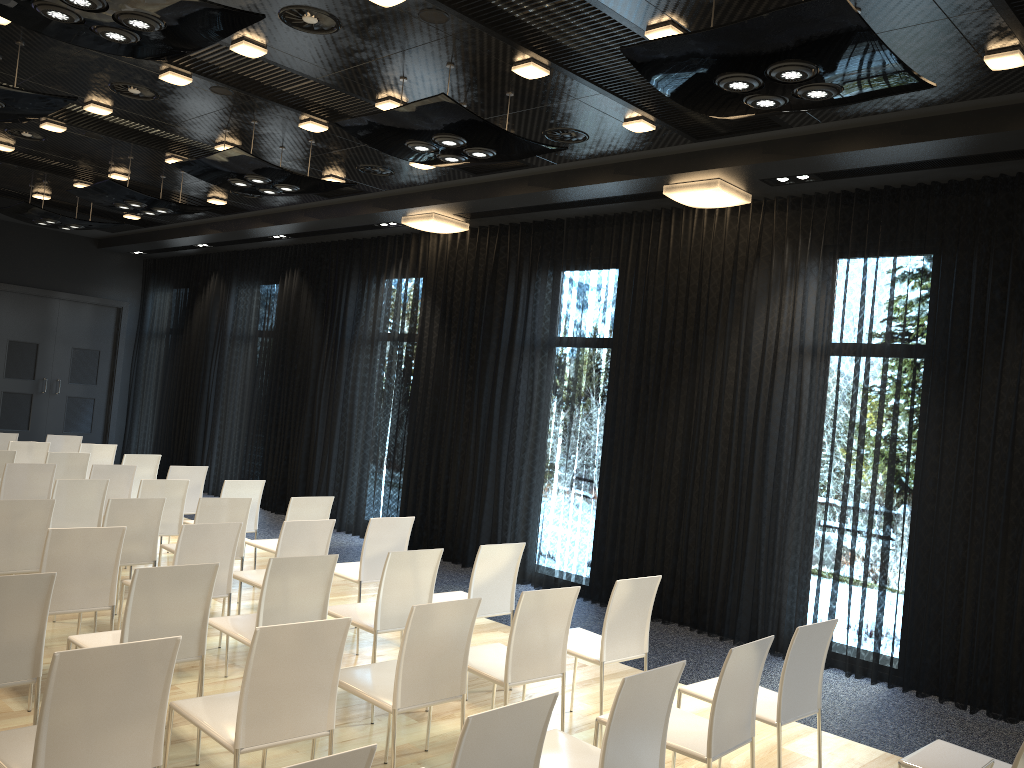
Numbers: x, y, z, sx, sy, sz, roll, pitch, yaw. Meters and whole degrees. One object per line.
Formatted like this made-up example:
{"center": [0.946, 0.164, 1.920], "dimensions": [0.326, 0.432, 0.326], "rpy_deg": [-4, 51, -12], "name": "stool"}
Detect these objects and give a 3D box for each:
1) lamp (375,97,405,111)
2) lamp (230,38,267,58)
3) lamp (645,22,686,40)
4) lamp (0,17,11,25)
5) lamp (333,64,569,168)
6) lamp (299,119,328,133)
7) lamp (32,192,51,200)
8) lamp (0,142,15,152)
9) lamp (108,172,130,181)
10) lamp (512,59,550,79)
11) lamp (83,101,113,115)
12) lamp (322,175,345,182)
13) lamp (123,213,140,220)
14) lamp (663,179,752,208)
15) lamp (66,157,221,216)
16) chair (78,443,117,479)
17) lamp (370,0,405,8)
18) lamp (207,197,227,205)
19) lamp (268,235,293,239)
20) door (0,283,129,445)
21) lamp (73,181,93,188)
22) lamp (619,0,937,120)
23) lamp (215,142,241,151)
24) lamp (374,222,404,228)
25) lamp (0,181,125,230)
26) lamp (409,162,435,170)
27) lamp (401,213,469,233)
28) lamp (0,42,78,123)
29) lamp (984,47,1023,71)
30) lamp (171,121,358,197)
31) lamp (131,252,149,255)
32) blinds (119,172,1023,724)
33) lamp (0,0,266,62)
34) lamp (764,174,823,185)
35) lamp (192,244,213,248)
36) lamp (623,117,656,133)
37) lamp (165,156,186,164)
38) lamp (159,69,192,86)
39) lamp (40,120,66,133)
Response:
{"center": [-0.831, -1.919, 6.122], "dimensions": [0.159, 0.049, 0.159], "rpy_deg": [4, -2, 44], "name": "lamp"}
{"center": [-1.582, -2.012, 5.326], "dimensions": [0.159, 0.049, 0.159], "rpy_deg": [4, -2, 44], "name": "lamp"}
{"center": [0.796, -1.799, 4.573], "dimensions": [0.159, 0.049, 0.159], "rpy_deg": [4, -2, 44], "name": "lamp"}
{"center": [-3.021, -2.156, 5.180], "dimensions": [0.159, 0.049, 0.159], "rpy_deg": [4, -2, 44], "name": "lamp"}
{"center": [-0.374, -1.697, 5.670], "dimensions": [1.097, 0.436, 1.097], "rpy_deg": [4, -2, 44], "name": "lamp"}
{"center": [-1.517, -1.969, 6.774], "dimensions": [0.159, 0.049, 0.159], "rpy_deg": [4, -2, 44], "name": "lamp"}
{"center": [-5.713, -2.277, 10.769], "dimensions": [0.159, 0.049, 0.159], "rpy_deg": [4, -2, 44], "name": "lamp"}
{"center": [-4.837, -2.251, 8.424], "dimensions": [0.159, 0.049, 0.159], "rpy_deg": [4, -2, 44], "name": "lamp"}
{"center": [-4.086, -2.158, 9.220], "dimensions": [0.159, 0.049, 0.159], "rpy_deg": [4, -2, 44], "name": "lamp"}
{"center": [0.111, -1.849, 5.225], "dimensions": [0.159, 0.049, 0.159], "rpy_deg": [4, -2, 44], "name": "lamp"}
{"center": [-3.209, -2.132, 6.875], "dimensions": [0.159, 0.049, 0.159], "rpy_deg": [4, -2, 44], "name": "lamp"}
{"center": [-1.705, -1.944, 8.470], "dimensions": [0.159, 0.049, 0.159], "rpy_deg": [4, -2, 44], "name": "lamp"}
{"center": [-4.960, -2.184, 11.568], "dimensions": [0.159, 0.049, 0.159], "rpy_deg": [4, -2, 44], "name": "lamp"}
{"center": [1.540, -1.507, 6.987], "dimensions": [0.499, 0.153, 0.499], "rpy_deg": [4, -2, 44], "name": "lamp"}
{"center": [-3.629, -1.936, 8.768], "dimensions": [1.097, 0.436, 1.097], "rpy_deg": [4, -2, 44], "name": "lamp"}
{"center": [-4.466, 1.036, 9.260], "dimensions": [0.548, 0.872, 0.420], "rpy_deg": [4, -2, 43], "name": "chair"}
{"center": [-0.640, -1.943, 4.429], "dimensions": [0.159, 0.049, 0.159], "rpy_deg": [4, -2, 44], "name": "lamp"}
{"center": [-3.333, -2.064, 10.019], "dimensions": [0.159, 0.049, 0.159], "rpy_deg": [4, -2, 44], "name": "lamp"}
{"center": [-2.954, -1.878, 11.271], "dimensions": [0.389, 0.028, 0.166], "rpy_deg": [4, -2, 44], "name": "lamp"}
{"center": [-7.120, -0.050, 13.713], "dimensions": [0.190, 2.751, 2.037], "rpy_deg": [4, -2, 44], "name": "door"}
{"center": [-4.771, -2.208, 9.873], "dimensions": [0.159, 0.049, 0.159], "rpy_deg": [4, -2, 44], "name": "lamp"}
{"center": [1.253, -1.577, 4.121], "dimensions": [1.097, 0.436, 1.097], "rpy_deg": [4, -2, 44], "name": "lamp"}
{"center": [-2.459, -2.038, 7.671], "dimensions": [0.159, 0.049, 0.159], "rpy_deg": [4, -2, 44], "name": "lamp"}
{"center": [-1.361, -1.761, 9.754], "dimensions": [0.389, 0.028, 0.166], "rpy_deg": [4, -2, 44], "name": "lamp"}
{"center": [-5.256, -2.055, 10.318], "dimensions": [1.097, 0.436, 1.097], "rpy_deg": [4, -2, 44], "name": "lamp"}
{"center": [-0.763, -1.875, 7.573], "dimensions": [0.159, 0.049, 0.159], "rpy_deg": [4, -2, 44], "name": "lamp"}
{"center": [-0.795, -1.678, 9.209], "dimensions": [0.499, 0.153, 0.499], "rpy_deg": [4, -2, 44], "name": "lamp"}
{"center": [-3.506, -2.003, 5.624], "dimensions": [1.097, 0.436, 1.097], "rpy_deg": [4, -2, 44], "name": "lamp"}
{"center": [2.492, -1.636, 4.475], "dimensions": [0.159, 0.049, 0.159], "rpy_deg": [4, -2, 44], "name": "lamp"}
{"center": [-2.001, -1.816, 7.219], "dimensions": [1.097, 0.436, 1.097], "rpy_deg": [4, -2, 44], "name": "lamp"}
{"center": [-5.947, -2.098, 14.119], "dimensions": [0.389, 0.028, 0.166], "rpy_deg": [4, -2, 44], "name": "lamp"}
{"center": [0.323, 0.156, 8.335], "dimensions": [18.163, 3.464, 0.261], "rpy_deg": [4, -2, 44], "name": "blinds"}
{"center": [-1.879, -1.884, 4.075], "dimensions": [1.097, 0.436, 1.097], "rpy_deg": [4, -2, 44], "name": "lamp"}
{"center": [2.058, -1.510, 6.499], "dimensions": [0.389, 0.028, 0.166], "rpy_deg": [4, -2, 44], "name": "lamp"}
{"center": [-4.409, -1.985, 12.655], "dimensions": [0.389, 0.028, 0.166], "rpy_deg": [4, -2, 44], "name": "lamp"}
{"center": [0.864, -1.756, 6.024], "dimensions": [0.159, 0.049, 0.159], "rpy_deg": [4, -2, 44], "name": "lamp"}
{"center": [-3.144, -2.089, 8.324], "dimensions": [0.159, 0.049, 0.159], "rpy_deg": [4, -2, 44], "name": "lamp"}
{"center": [-2.267, -2.062, 5.978], "dimensions": [0.159, 0.049, 0.159], "rpy_deg": [4, -2, 44], "name": "lamp"}
{"center": [-3.895, -2.182, 7.528], "dimensions": [0.159, 0.049, 0.159], "rpy_deg": [4, -2, 44], "name": "lamp"}
